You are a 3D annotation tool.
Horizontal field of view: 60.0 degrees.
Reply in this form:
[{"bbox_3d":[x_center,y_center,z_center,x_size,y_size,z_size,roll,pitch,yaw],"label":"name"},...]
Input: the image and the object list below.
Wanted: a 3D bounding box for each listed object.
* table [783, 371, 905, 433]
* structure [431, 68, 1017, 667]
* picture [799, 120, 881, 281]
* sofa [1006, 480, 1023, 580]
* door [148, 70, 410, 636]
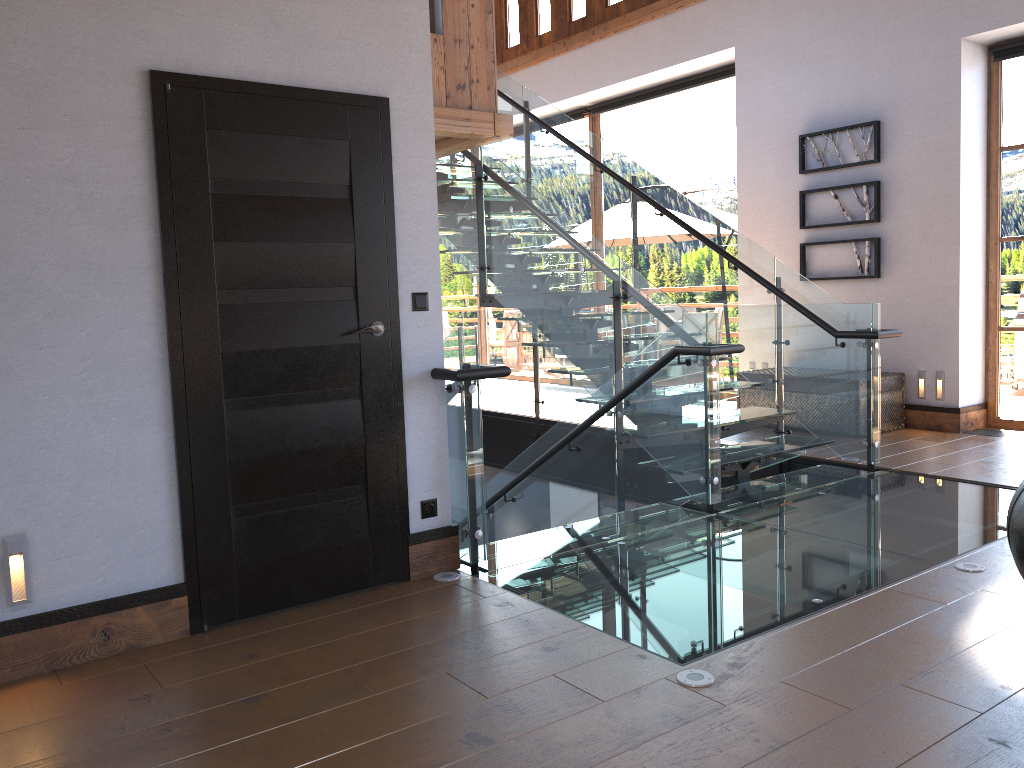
[{"bbox_3d":[2.653,0.129,7.689,0.692,0.469,1.241,-6,7,-36],"label":"table"},{"bbox_3d":[1.025,-0.167,9.674,9.323,6.391,10.905,-6,7,-36],"label":"structure"},{"bbox_3d":[2.864,-1.574,7.776,0.060,1.311,0.765,-6,6,-36],"label":"picture"},{"bbox_3d":[2.338,0.494,2.253,2.597,0.837,1.226,-6,7,-37],"label":"sofa"},{"bbox_3d":[-0.868,-0.126,3.505,0.952,2.053,0.142,-6,6,-36],"label":"door"}]
